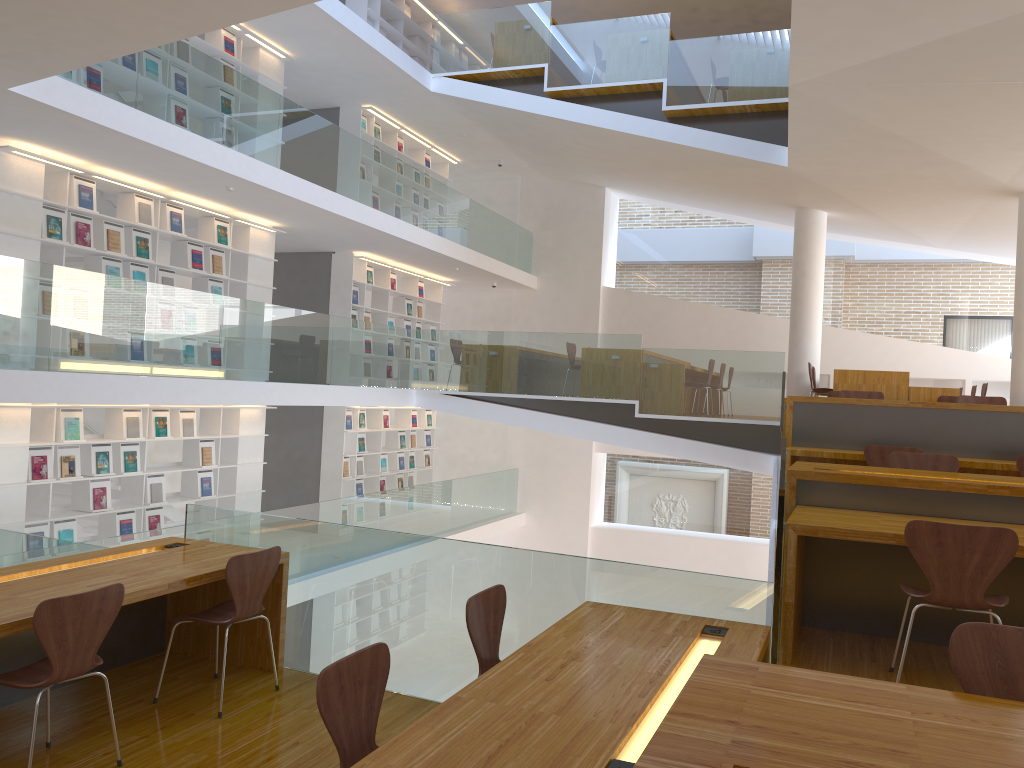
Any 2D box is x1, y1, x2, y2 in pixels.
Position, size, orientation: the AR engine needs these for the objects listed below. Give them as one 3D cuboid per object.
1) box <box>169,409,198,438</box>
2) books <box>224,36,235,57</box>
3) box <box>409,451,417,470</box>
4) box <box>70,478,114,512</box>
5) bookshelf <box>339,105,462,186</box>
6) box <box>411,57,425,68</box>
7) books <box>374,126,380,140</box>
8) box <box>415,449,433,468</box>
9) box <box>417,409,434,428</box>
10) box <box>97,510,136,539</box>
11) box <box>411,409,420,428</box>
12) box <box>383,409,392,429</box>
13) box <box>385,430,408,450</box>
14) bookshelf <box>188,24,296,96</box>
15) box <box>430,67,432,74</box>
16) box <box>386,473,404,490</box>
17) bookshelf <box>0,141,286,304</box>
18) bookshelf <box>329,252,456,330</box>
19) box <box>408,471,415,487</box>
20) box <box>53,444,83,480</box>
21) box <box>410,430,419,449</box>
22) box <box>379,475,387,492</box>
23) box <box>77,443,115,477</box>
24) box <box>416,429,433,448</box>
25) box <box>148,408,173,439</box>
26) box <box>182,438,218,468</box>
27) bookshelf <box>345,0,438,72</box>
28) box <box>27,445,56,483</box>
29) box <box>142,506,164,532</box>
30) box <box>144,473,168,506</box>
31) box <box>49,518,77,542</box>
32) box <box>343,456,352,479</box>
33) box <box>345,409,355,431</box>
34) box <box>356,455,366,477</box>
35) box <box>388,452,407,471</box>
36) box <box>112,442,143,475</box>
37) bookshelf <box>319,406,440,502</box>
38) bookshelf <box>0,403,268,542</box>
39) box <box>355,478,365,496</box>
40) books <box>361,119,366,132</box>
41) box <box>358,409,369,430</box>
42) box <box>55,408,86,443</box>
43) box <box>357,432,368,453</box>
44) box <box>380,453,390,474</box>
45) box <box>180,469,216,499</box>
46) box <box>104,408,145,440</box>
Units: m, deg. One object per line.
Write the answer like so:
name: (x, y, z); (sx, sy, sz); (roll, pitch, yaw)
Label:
box: (-4.798, 2.050, 6.076); (0.498, 3.764, 7.125); (3, -1, 21)
books: (-3.056, -3.632, 9.589); (0.037, 0.210, 0.145); (3, -1, 21)
box: (-1.681, 1.203, 14.146); (0.274, 0.296, 0.245); (3, -1, 21)
box: (-3.903, 1.023, 8.263); (0.274, 0.296, 0.245); (3, -1, 21)
bookshelf: (-1.650, -2.900, 13.545); (0.498, 1.836, 2.984); (3, -1, 21)
box: (-1.498, -4.921, 13.882); (0.274, 0.296, 0.245); (3, -1, 21)
books: (-1.924, -3.558, 12.672); (0.037, 0.210, 0.145); (3, -1, 21)
box: (-1.482, 1.218, 14.657); (0.274, 0.296, 0.245); (3, -1, 21)
box: (-1.454, 0.562, 14.651); (0.274, 0.296, 0.245); (3, -1, 21)
box: (-3.798, 1.368, 8.572); (0.274, 0.296, 0.245); (3, -1, 21)
box: (-1.644, 0.548, 14.162); (0.274, 0.296, 0.245); (3, -1, 21)
box: (-1.976, 0.521, 13.302); (0.274, 0.296, 0.245); (3, -1, 21)
box: (-1.792, 0.866, 13.821); (0.274, 0.296, 0.245); (3, -1, 21)
bookshelf: (-3.489, -3.042, 8.829); (0.498, 1.836, 3.666); (3, -1, 21)
box: (-1.370, -4.911, 14.210); (0.274, 0.296, 0.245); (3, -1, 21)
box: (-1.821, 1.522, 13.827); (0.274, 0.296, 0.245); (3, -1, 21)
bookshelf: (-3.592, -0.998, 8.808); (0.498, 1.836, 3.666); (3, -1, 21)
bookshelf: (-1.754, -0.856, 13.523); (0.498, 1.836, 2.984); (3, -1, 21)
box: (-1.691, 1.532, 14.161); (0.274, 0.296, 0.245); (3, -1, 21)
box: (-4.030, 0.691, 7.932); (0.274, 0.296, 0.245); (3, -1, 21)
box: (-1.661, 0.875, 14.159); (0.274, 0.296, 0.245); (3, -1, 21)
box: (-2.025, 1.506, 13.300); (0.274, 0.296, 0.245); (3, -1, 21)
box: (-3.888, 0.694, 8.261); (0.274, 0.296, 0.245); (3, -1, 21)
box: (-1.470, 0.890, 14.648); (0.274, 0.296, 0.245); (3, -1, 21)
box: (-3.609, 0.393, 8.940); (0.274, 0.296, 0.245); (3, -1, 21)
box: (-3.369, 0.742, 9.595); (0.274, 0.296, 0.245); (3, -1, 21)
bookshelf: (-1.548, -4.912, 13.566); (0.498, 1.836, 2.984); (3, -1, 21)
box: (-4.128, 0.682, 7.644); (0.274, 0.296, 0.245); (3, -1, 21)
box: (-3.662, 1.378, 8.921); (0.274, 0.296, 0.245); (3, -1, 21)
box: (-3.648, 1.050, 8.919); (0.274, 0.296, 0.245); (3, -1, 21)
box: (-4.053, 1.348, 7.917); (0.274, 0.296, 0.245); (3, -1, 21)
box: (-2.393, 1.148, 12.316); (0.274, 0.296, 0.245); (3, -1, 21)
box: (-2.359, 0.495, 12.324); (0.274, 0.296, 0.245); (3, -1, 21)
box: (-2.257, 1.159, 12.666); (0.274, 0.296, 0.245); (3, -1, 21)
box: (-1.809, 1.193, 13.818); (0.274, 0.296, 0.245); (3, -1, 21)
box: (-3.763, 0.711, 8.583); (0.274, 0.296, 0.245); (3, -1, 21)
bookshelf: (-1.859, 1.202, 13.502); (0.498, 1.836, 2.984); (3, -1, 21)
bookshelf: (-3.744, 1.058, 8.805); (0.397, 1.836, 3.666); (3, -1, 21)
box: (-2.260, 1.488, 12.699); (0.274, 0.296, 0.245); (3, -1, 21)
books: (-2.069, -3.574, 12.298); (0.037, 0.210, 0.145); (3, -1, 21)
box: (-2.224, 0.503, 12.671); (0.274, 0.296, 0.245); (3, -1, 21)
box: (-4.001, 0.363, 7.931); (0.274, 0.296, 0.245); (3, -1, 21)
box: (-2.232, 0.827, 12.691); (0.274, 0.296, 0.245); (3, -1, 21)
box: (-2.004, 1.178, 13.317); (0.274, 0.296, 0.245); (3, -1, 21)
box: (-3.385, 1.070, 9.594); (0.274, 0.296, 0.245); (3, -1, 21)
box: (-3.744, 0.383, 8.593); (0.274, 0.296, 0.245); (3, -1, 21)
